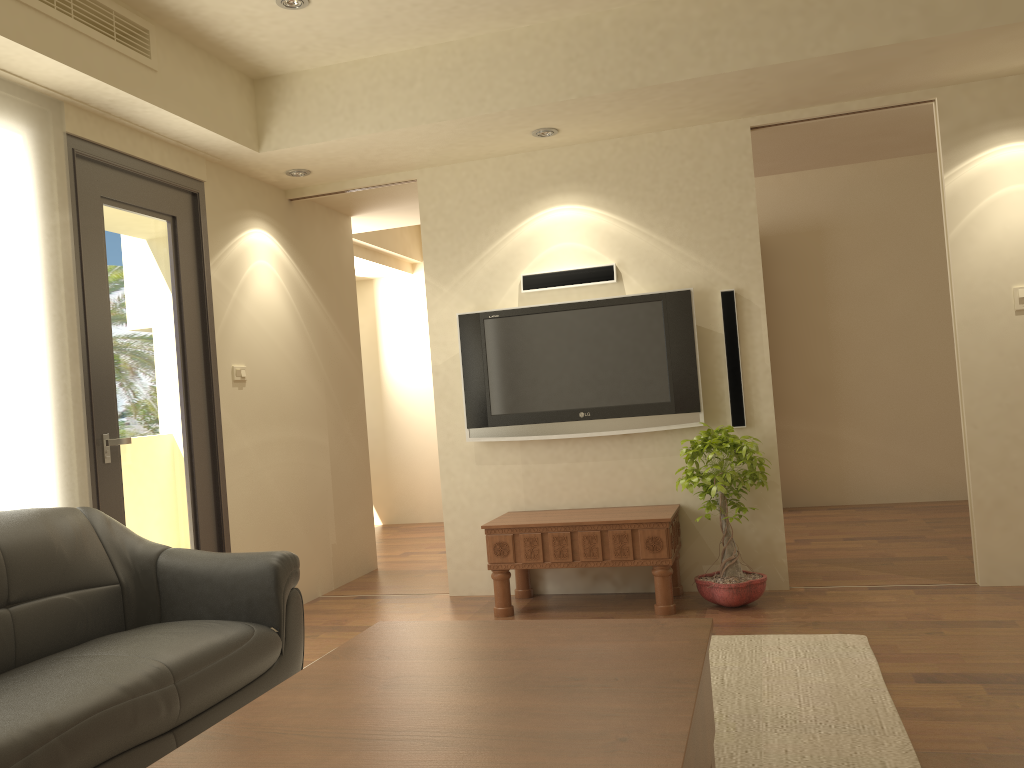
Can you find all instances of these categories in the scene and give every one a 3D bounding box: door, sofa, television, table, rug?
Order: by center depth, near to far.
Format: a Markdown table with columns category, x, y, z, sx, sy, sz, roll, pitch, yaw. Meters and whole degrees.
| category | x | y | z | sx | sy | sz | roll | pitch | yaw |
| --- | --- | --- | --- | --- | --- | --- | --- | --- | --- |
| table | -0.063 | 0.956 | 2.122 | 1.045 | 0.482 | 1.213 | -5 | -1 | 16 |
| sofa | -1.541 | 0.852 | 2.469 | 0.944 | 0.918 | 2.337 | -5 | -1 | 16 |
| rug | -0.112 | 1.208 | 2.520 | 2.482 | 0.011 | 3.592 | -5 | -1 | 16 |
| door | -1.754 | 0.110 | 4.320 | 0.118 | 2.420 | 1.011 | -5 | -1 | 16 |
| table | 0.409 | 0.963 | 4.864 | 1.009 | 0.493 | 0.538 | -5 | -1 | 16 |
| television | 0.374 | -0.085 | 5.086 | 1.377 | 0.778 | 0.110 | -5 | -1 | 16 |

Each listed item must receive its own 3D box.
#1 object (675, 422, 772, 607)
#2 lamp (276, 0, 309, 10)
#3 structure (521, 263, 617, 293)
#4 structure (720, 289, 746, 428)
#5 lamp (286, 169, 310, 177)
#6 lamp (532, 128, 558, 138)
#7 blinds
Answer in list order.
| category | x | y | z | sx | sy | sz | roll | pitch | yaw |
| --- | --- | --- | --- | --- | --- | --- | --- | --- | --- |
| object | 1.120 | 0.668 | 4.624 | 0.528 | 0.957 | 0.565 | -4 | -1 | -32 |
| lamp | -0.980 | -1.721 | 3.950 | 0.143 | 0.059 | 0.143 | -5 | -1 | 21 |
| structure | 0.325 | -0.612 | 5.135 | 0.559 | 0.111 | 0.048 | -5 | -1 | 16 |
| structure | 1.219 | -0.140 | 4.890 | 0.079 | 0.764 | 0.036 | -5 | -1 | 16 |
| lamp | -1.271 | -1.271 | 5.264 | 0.143 | 0.059 | 0.143 | -5 | -1 | 21 |
| lamp | 0.179 | -1.394 | 4.856 | 0.143 | 0.059 | 0.143 | -5 | -1 | 21 |
| blinds | -2.227 | 0.002 | 2.455 | 0.002 | 2.453 | 2.830 | -5 | -1 | 16 |
